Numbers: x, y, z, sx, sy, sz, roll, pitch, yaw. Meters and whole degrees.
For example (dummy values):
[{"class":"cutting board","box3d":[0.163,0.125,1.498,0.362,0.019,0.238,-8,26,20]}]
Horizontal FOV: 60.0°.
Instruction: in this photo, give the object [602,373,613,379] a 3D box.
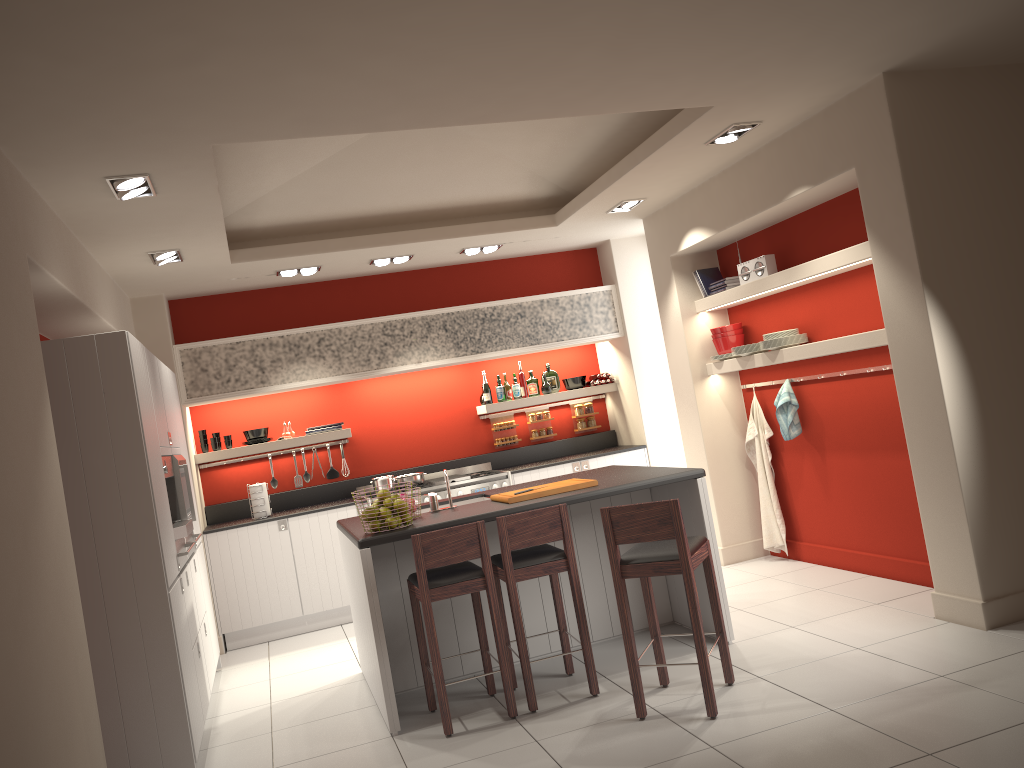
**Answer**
[{"class":"object","box3d":[0.937,-0.081,8.967,0.062,0.062,0.365,-9,-2,-16]}]

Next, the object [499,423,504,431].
[{"class":"object","box3d":[-0.104,0.423,8.772,0.034,0.078,0.034,-10,-2,4]}]

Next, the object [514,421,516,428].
[{"class":"object","box3d":[0.018,0.403,8.848,0.034,0.078,0.034,-10,-2,4]}]

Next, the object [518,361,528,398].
[{"class":"object","box3d":[0.080,-0.037,8.748,0.062,0.366,0.210,-9,-2,-17]}]

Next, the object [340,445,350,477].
[{"class":"object","box3d":[-1.596,0.720,8.405,0.069,0.328,0.069,-8,-2,-39]}]

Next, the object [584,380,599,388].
[{"class":"object","box3d":[0.798,-0.003,8.921,0.062,0.062,0.365,-9,-2,-16]}]

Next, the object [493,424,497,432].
[{"class":"object","box3d":[-0.168,0.434,8.793,0.034,0.078,0.034,-10,-2,4]}]

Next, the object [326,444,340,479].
[{"class":"object","box3d":[-1.716,0.735,8.389,0.123,0.331,0.040,-9,-2,-16]}]

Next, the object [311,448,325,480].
[{"class":"object","box3d":[-1.846,0.747,8.333,0.124,0.297,0.009,-9,-2,-16]}]

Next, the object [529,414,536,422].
[{"class":"object","box3d":[0.205,0.341,8.890,0.068,0.088,0.068,-10,-2,4]}]

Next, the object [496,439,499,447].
[{"class":"object","box3d":[-0.143,0.580,8.788,0.034,0.078,0.034,-10,-2,4]}]

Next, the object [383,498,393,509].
[{"class":"object","box3d":[-0.680,0.658,4.876,0.057,0.061,0.062,-10,-2,-2]}]

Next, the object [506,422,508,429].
[{"class":"object","box3d":[-0.056,0.416,8.827,0.034,0.078,0.034,-10,-2,4]}]

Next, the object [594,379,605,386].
[{"class":"object","box3d":[0.858,-0.013,8.939,0.062,0.062,0.365,-9,-2,-16]}]

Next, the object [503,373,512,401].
[{"class":"object","box3d":[-0.052,0.029,8.746,0.080,0.278,0.080,-9,-2,-13]}]

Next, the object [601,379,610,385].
[{"class":"object","box3d":[0.911,-0.021,8.977,0.061,0.061,0.365,-9,-2,-16]}]

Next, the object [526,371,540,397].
[{"class":"object","box3d":[0.206,-0.003,8.832,0.112,0.260,0.071,-10,-2,13]}]

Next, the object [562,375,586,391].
[{"class":"object","box3d":[0.637,-0.005,8.974,0.251,0.121,0.251,-9,-2,-34]}]

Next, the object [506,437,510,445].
[{"class":"object","box3d":[-0.042,0.563,8.778,0.034,0.078,0.034,-10,-2,4]}]

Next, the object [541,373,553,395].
[{"class":"object","box3d":[0.333,-0.011,8.737,0.113,0.226,0.113,-10,-2,-5]}]

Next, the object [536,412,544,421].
[{"class":"object","box3d":[0.279,0.329,8.912,0.068,0.088,0.068,-10,-2,4]}]

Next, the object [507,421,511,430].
[{"class":"object","box3d":[-0.030,0.410,8.794,0.034,0.078,0.034,-10,-2,4]}]

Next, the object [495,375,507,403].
[{"class":"object","box3d":[-0.113,0.045,8.616,0.094,0.264,0.094,-9,-2,-28]}]

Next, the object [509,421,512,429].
[{"class":"object","box3d":[-0.019,0.410,8.837,0.034,0.078,0.034,-10,-2,4]}]

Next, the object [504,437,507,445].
[{"class":"object","box3d":[-0.069,0.568,8.810,0.034,0.078,0.034,-10,-2,4]}]

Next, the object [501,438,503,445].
[{"class":"object","box3d":[-0.106,0.574,8.799,0.034,0.078,0.034,-10,-2,4]}]

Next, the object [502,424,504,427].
[{"class":"object","box3d":[-0.094,0.422,8.815,0.034,0.078,0.034,-10,-2,4]}]

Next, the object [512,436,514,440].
[{"class":"object","box3d":[0.007,0.556,8.833,0.034,0.078,0.034,-10,-2,4]}]

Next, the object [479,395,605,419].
[{"class":"object","box3d":[0.317,0.232,9.011,1.355,0.034,0.048,-9,-2,-16]}]

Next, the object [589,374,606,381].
[{"class":"object","box3d":[0.872,-0.069,8.971,0.062,0.062,0.365,-9,-2,-16]}]

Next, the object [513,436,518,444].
[{"class":"object","box3d":[0.032,0.550,8.800,0.034,0.078,0.034,-10,-2,4]}]

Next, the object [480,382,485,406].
[{"class":"object","box3d":[-0.273,0.096,8.782,0.113,0.226,0.113,-11,-2,25]}]

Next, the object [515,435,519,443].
[{"class":"object","box3d":[0.044,0.549,8.843,0.034,0.078,0.034,-10,-2,4]}]

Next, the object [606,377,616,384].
[{"class":"object","box3d":[0.976,-0.032,8.976,0.061,0.061,0.365,-9,-2,-16]}]

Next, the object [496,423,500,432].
[{"class":"object","box3d":[-0.141,0.429,8.761,0.034,0.078,0.034,-10,-2,4]}]

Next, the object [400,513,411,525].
[{"class":"object","box3d":[-0.592,0.746,4.925,0.068,0.068,0.068,-10,-2,-5]}]

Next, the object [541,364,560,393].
[{"class":"object","box3d":[0.382,-0.053,8.896,0.186,0.303,0.057,-10,-2,13]}]

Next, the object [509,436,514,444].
[{"class":"object","box3d":[-0.005,0.556,8.789,0.034,0.078,0.034,-10,-2,4]}]

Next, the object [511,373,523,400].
[{"class":"object","box3d":[0.044,0.024,8.830,0.094,0.263,0.094,-11,-2,40]}]

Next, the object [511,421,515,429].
[{"class":"object","box3d":[0.007,0.404,8.805,0.034,0.078,0.034,-10,-2,4]}]

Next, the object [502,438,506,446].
[{"class":"object","box3d":[-0.079,0.569,8.767,0.034,0.078,0.034,-10,-2,4]}]

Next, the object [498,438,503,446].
[{"class":"object","box3d":[-0.116,0.575,8.756,0.034,0.078,0.034,-10,-2,4]}]

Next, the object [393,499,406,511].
[{"class":"object","box3d":[-0.618,0.665,4.868,0.067,0.068,0.067,-11,-2,36]}]

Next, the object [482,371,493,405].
[{"class":"object","box3d":[-0.251,0.035,8.600,0.083,0.331,0.083,-8,-3,-45]}]

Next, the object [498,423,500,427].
[{"class":"object","box3d":[-0.131,0.428,8.804,0.034,0.078,0.034,-10,-2,4]}]

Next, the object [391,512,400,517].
[{"class":"object","box3d":[-0.670,0.754,4.961,0.086,0.079,0.084,-11,-2,29]}]

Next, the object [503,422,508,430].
[{"class":"object","box3d":[-0.067,0.417,8.783,0.034,0.078,0.034,-10,-2,4]}]

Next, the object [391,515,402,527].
[{"class":"object","box3d":[-0.641,0.754,4.887,0.068,0.068,0.068,-10,-2,-5]}]
